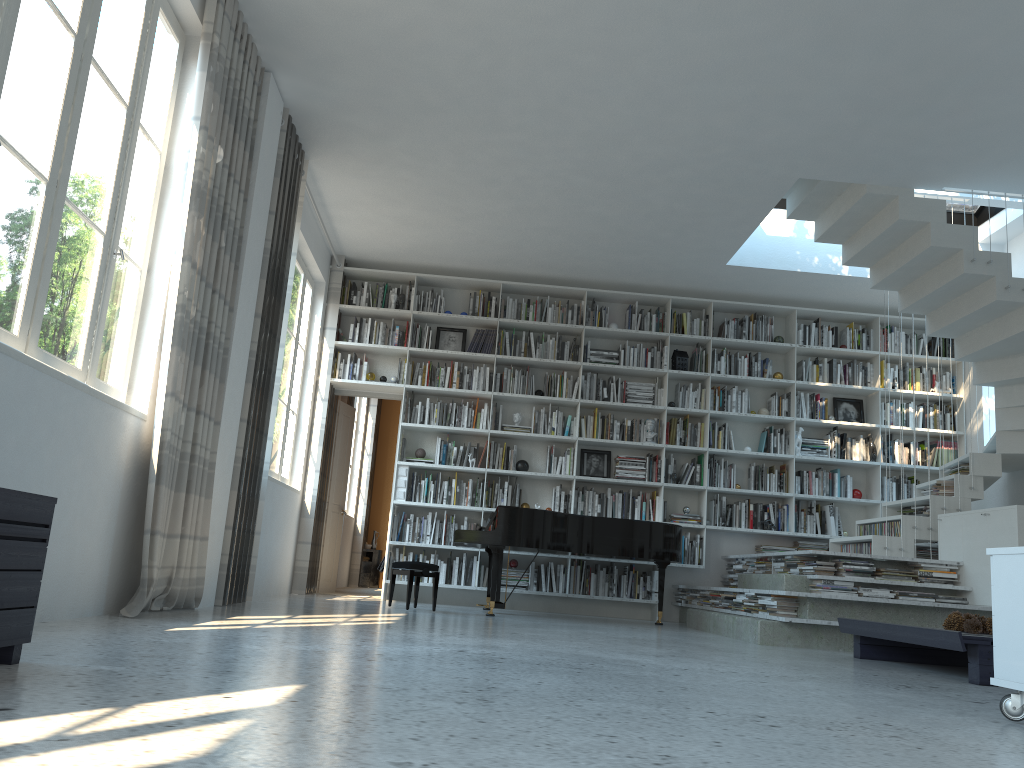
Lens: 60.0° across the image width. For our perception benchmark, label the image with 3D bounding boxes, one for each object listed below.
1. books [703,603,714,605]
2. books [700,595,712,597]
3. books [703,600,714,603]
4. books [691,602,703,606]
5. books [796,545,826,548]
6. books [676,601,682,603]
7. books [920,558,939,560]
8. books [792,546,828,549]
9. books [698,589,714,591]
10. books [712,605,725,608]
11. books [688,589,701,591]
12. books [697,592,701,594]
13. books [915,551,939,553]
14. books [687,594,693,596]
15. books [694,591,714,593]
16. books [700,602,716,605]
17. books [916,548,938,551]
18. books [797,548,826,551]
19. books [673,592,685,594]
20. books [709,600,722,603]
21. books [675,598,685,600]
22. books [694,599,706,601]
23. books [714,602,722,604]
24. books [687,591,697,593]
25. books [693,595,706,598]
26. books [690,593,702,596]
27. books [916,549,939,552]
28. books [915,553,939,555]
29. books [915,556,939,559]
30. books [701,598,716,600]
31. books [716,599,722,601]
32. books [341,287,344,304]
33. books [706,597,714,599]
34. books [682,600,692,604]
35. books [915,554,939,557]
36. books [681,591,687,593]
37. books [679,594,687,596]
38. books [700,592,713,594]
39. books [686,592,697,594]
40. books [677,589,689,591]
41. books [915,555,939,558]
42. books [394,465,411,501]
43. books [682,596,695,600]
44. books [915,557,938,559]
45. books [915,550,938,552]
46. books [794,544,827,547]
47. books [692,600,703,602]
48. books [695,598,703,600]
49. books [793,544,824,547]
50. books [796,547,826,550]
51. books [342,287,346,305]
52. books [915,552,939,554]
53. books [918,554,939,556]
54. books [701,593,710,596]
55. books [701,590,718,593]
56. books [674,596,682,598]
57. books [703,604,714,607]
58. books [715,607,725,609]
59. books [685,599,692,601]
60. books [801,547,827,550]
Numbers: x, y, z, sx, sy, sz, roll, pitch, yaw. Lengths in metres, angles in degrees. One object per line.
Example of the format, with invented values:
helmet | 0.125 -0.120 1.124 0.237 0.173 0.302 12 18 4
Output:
books | 1.701 1.837 7.371 0.140 0.008 0.284 5 -12 -4
books | 1.687 1.773 7.383 0.169 0.009 0.242 6 -12 -6
books | 1.695 1.815 7.375 0.165 0.012 0.205 5 -12 -2
books | 1.664 1.905 7.674 0.177 0.026 0.231 4 -12 1
books | 2.872 1.567 8.543 0.254 0.005 0.161 4 -12 2
books | 1.643 2.037 8.262 0.171 0.016 0.242 5 -12 -2
books | 4.026 1.697 8.576 0.327 0.008 0.208 4 -12 3
books | 2.868 1.572 8.541 0.285 0.005 0.160 6 -12 -6
books | 1.680 1.724 7.392 0.193 0.005 0.225 6 -12 -6
books | 1.700 1.777 7.065 0.161 0.008 0.254 4 -12 3
books | 1.678 1.863 7.999 0.137 0.018 0.201 4 -12 2
books | 1.694 1.819 7.693 0.130 0.018 0.256 4 -12 1
books | 4.029 1.635 8.599 0.285 0.009 0.160 5 -12 -2
books | 1.676 1.908 7.989 0.143 0.019 0.231 5 -12 -1
books | 1.682 1.806 7.695 0.159 0.006 0.286 4 -12 0
books | 1.689 1.826 7.372 0.159 0.012 0.293 5 -12 -5
books | 4.032 1.608 8.600 0.254 0.009 0.161 4 -12 0
books | 2.866 1.595 8.543 0.254 0.005 0.161 5 -12 -3
books | 1.631 1.956 8.278 0.191 0.013 0.244 6 -12 -6
books | 1.700 1.739 7.073 0.182 0.013 0.288 5 -12 -1
books | 1.634 2.015 8.266 0.179 0.012 0.262 4 -12 1
books | 1.687 1.877 7.681 0.149 0.007 0.301 5 -12 -2
books | 1.717 1.754 7.071 0.130 0.014 0.250 6 -12 -7
books | 1.681 1.879 7.995 0.135 0.014 0.298 5 -12 -1
books | 1.671 1.850 7.685 0.171 0.020 0.194 4 -12 2
books | 1.670 1.833 7.689 0.180 0.015 0.295 5 -12 -4
books | 4.031 1.618 8.603 0.285 0.009 0.160 5 -12 -2
books | 4.028 1.651 8.589 0.285 0.009 0.160 4 -12 1
books | 4.028 1.684 8.587 0.327 0.008 0.208 4 -12 0
books | 1.691 1.795 7.378 0.159 0.011 0.246 6 -12 -6
books | 1.723 1.728 7.076 0.140 0.013 0.181 5 -12 -1
books | -1.676 -0.837 8.772 0.014 0.218 0.188 5 -12 -2
books | 1.705 1.785 7.381 0.140 0.013 0.181 4 -12 1
books | 1.650 1.969 7.976 0.189 0.030 0.238 5 -12 -2
books | 4.029 1.668 8.582 0.327 0.008 0.208 4 -12 3
books | 1.668 1.944 8.282 0.133 0.017 0.231 5 -12 -1
books | 1.662 1.971 8.276 0.136 0.013 0.258 5 -12 -4
books | 1.690 1.746 7.388 0.171 0.015 0.253 5 -12 -5
books | 1.675 1.888 7.993 0.126 0.005 0.291 6 -12 -7
books | 1.654 1.928 8.285 0.158 0.014 0.235 5 -12 -4
books | 4.029 1.678 8.591 0.327 0.008 0.208 3 -12 7
books | -1.041 0.954 8.419 0.106 0.339 0.307 5 -12 -2
books | 1.645 1.928 7.984 0.191 0.028 0.213 4 -12 2
books | 4.027 1.690 8.579 0.367 0.007 0.206 4 -12 2
books | 4.030 1.626 8.598 0.254 0.009 0.161 5 -12 -3
books | 2.873 1.556 8.543 0.254 0.005 0.161 6 -12 -7
books | 1.673 1.886 7.678 0.172 0.014 0.221 5 -12 -1
books | 1.687 1.867 7.683 0.147 0.012 0.206 5 -12 -1
books | 2.872 1.563 8.546 0.285 0.005 0.160 5 -12 -5
books | 2.867 1.590 8.545 0.285 0.005 0.160 5 -12 -1
books | -1.658 -0.835 8.794 0.024 0.227 0.130 5 -12 -2
books | 4.029 1.642 8.588 0.254 0.009 0.161 4 -12 2
books | 4.028 1.660 8.587 0.254 0.009 0.161 4 -12 1
books | 1.682 1.760 7.385 0.182 0.016 0.199 4 -12 3
books | 1.694 1.733 7.391 0.174 0.011 0.228 5 -12 -3
books | 1.634 1.990 8.271 0.177 0.012 0.279 6 -12 -6
books | 1.691 1.847 7.368 0.157 0.014 0.180 5 -12 -5
books | 1.714 1.786 7.064 0.147 0.008 0.237 5 -12 -3
books | 1.664 1.950 7.980 0.147 0.012 0.206 6 -12 -7
books | 2.867 1.584 8.546 0.285 0.005 0.160 5 -12 -3
